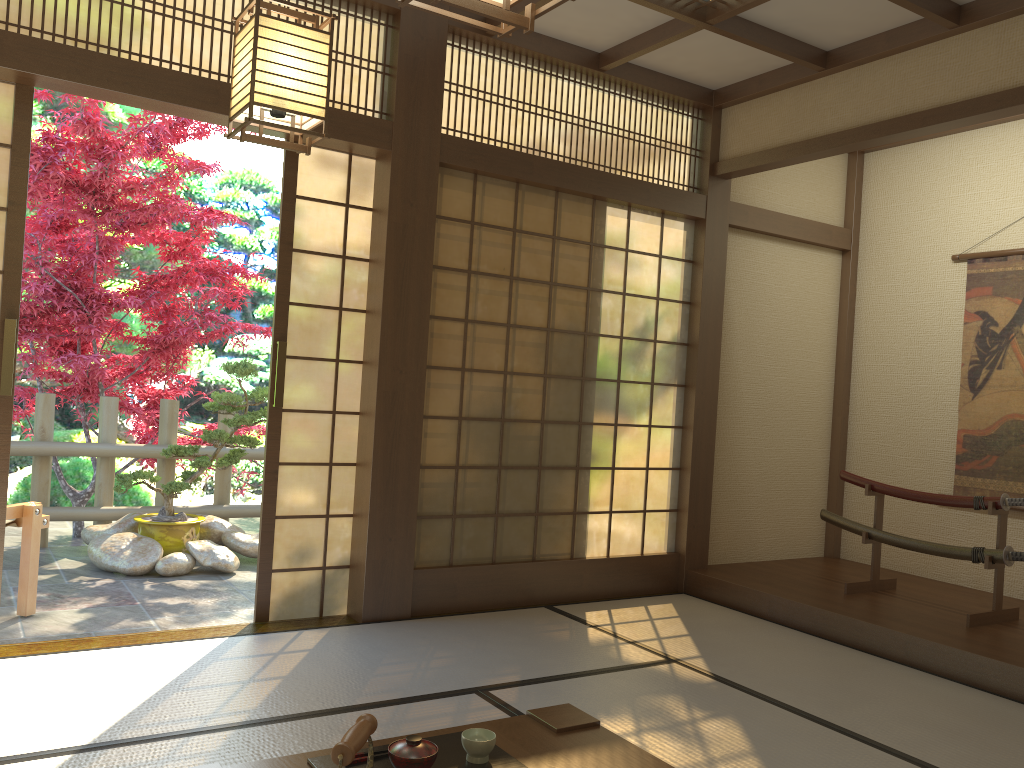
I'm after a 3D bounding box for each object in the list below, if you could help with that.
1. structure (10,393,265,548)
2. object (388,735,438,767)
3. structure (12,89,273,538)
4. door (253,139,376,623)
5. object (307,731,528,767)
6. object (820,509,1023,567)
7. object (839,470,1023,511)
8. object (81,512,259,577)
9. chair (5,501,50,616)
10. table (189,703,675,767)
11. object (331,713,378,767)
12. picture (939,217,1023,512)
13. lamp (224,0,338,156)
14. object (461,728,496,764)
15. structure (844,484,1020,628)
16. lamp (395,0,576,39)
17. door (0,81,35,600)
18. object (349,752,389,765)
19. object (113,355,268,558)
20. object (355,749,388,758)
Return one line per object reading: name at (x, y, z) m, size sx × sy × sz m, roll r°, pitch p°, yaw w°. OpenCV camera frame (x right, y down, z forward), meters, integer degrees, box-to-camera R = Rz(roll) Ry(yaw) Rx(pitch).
structure at (-2.422, 0.663, 6.360) m, size 7.456 × 1.136 × 0.245 m, roll 4°, pitch 0°, yaw -32°
object at (-0.198, 0.744, 1.764) m, size 0.100 × 0.080 × 0.100 m, roll 4°, pitch 0°, yaw -32°
structure at (-3.447, -0.793, 6.642) m, size 3.412 × 4.004 × 3.045 m, roll 4°, pitch 0°, yaw 0°
door at (-0.312, 0.048, 4.591) m, size 1.894 × 2.380 × 0.073 m, roll 4°, pitch 0°, yaw -32°
object at (-0.175, 0.792, 1.813) m, size 0.400 × 0.007 × 0.300 m, roll 4°, pitch 0°, yaw -32°
object at (2.193, 0.822, 4.640) m, size 0.100 × 0.144 × 1.369 m, roll 4°, pitch 0°, yaw -31°
object at (2.220, 0.571, 4.620) m, size 0.086 × 0.121 × 1.186 m, roll 4°, pitch 0°, yaw -31°
object at (-2.105, 1.022, 5.806) m, size 1.260 × 0.276 × 1.147 m, roll 4°, pitch 0°, yaw -37°
chair at (-2.712, 0.795, 4.126) m, size 0.698 × 0.598 × 0.704 m, roll 4°, pitch 0°, yaw 14°
table at (-0.019, 0.969, 1.557) m, size 1.000 × 0.350 × 1.000 m, roll 4°, pitch 0°, yaw -32°
object at (-0.229, 0.641, 1.277) m, size 0.219 × 0.296 × 0.226 m, roll 4°, pitch 0°, yaw -38°
picture at (2.926, -0.139, 5.046) m, size 0.038 × 1.725 × 0.952 m, roll 4°, pitch 0°, yaw -32°
lamp at (-0.639, -1.236, 2.537) m, size 0.240 × 1.129 × 0.240 m, roll 4°, pitch 0°, yaw -32°
object at (-0.072, 0.770, 1.881) m, size 0.074 × 0.052 × 0.073 m, roll 4°, pitch 0°, yaw 11°
structure at (2.215, 0.873, 4.680) m, size 0.446 × 0.604 × 0.712 m, roll 4°, pitch 0°, yaw -32°
lamp at (-0.014, -1.203, 1.554) m, size 0.240 × 1.129 × 0.240 m, roll 4°, pitch 0°, yaw -32°
door at (-2.771, -0.116, 3.021) m, size 1.894 × 2.380 × 0.073 m, roll 4°, pitch 0°, yaw -32°
object at (-0.260, 0.780, 1.872) m, size 0.200 × 0.008 × 0.008 m, roll 4°, pitch 0°, yaw -36°
object at (-2.030, 0.474, 5.850) m, size 1.032 × 1.362 × 0.586 m, roll 4°, pitch 0°, yaw -6°
object at (-0.269, 0.779, 1.887) m, size 0.200 × 0.008 × 0.008 m, roll 4°, pitch 0°, yaw -32°
